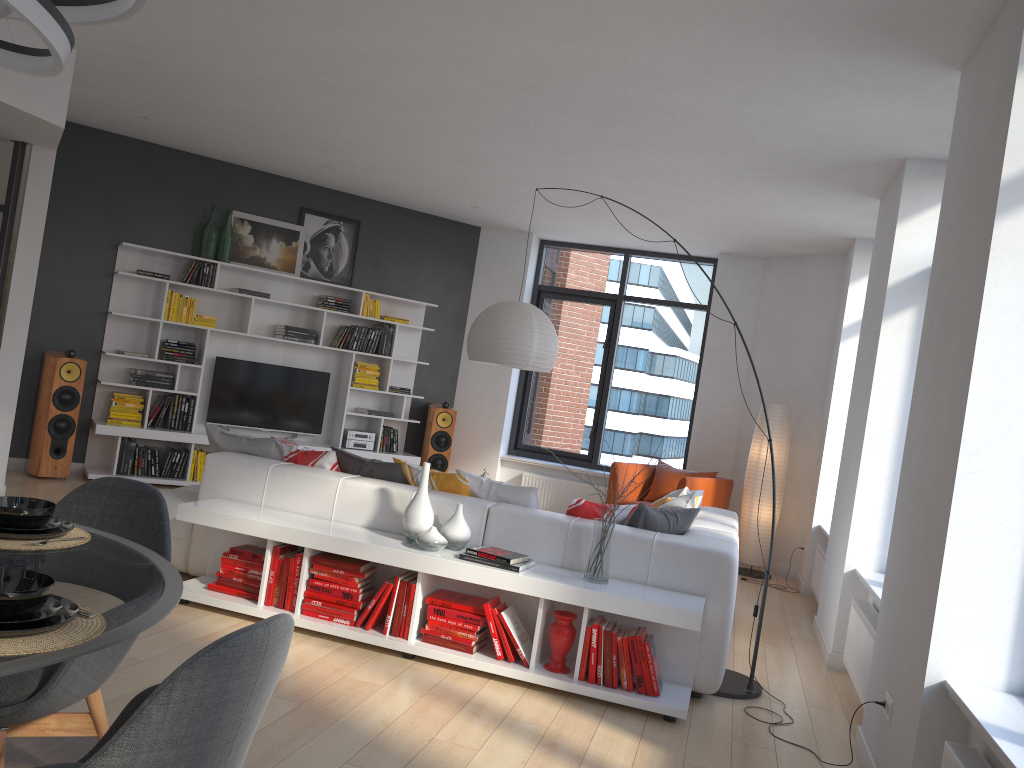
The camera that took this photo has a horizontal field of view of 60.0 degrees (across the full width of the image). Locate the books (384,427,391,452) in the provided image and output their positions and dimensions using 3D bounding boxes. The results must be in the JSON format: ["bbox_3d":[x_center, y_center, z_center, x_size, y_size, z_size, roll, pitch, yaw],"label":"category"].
[{"bbox_3d":[-1.280,0.562,9.008,0.050,0.242,0.169,9,0,-31],"label":"books"}]

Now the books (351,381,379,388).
[{"bbox_3d":[-1.492,0.000,8.888,0.257,0.024,0.203,9,0,-27],"label":"books"}]

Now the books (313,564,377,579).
[{"bbox_3d":[-0.824,0.912,4.386,0.266,0.026,0.187,9,0,9],"label":"books"}]

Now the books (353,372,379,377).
[{"bbox_3d":[-1.484,-0.099,8.903,0.239,0.019,0.171,9,0,-30],"label":"books"}]

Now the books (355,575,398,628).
[{"bbox_3d":[-0.648,1.057,4.323,0.144,0.247,0.188,9,0,15],"label":"books"}]

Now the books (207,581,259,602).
[{"bbox_3d":[-1.372,1.055,4.565,0.301,0.032,0.227,9,0,15],"label":"books"}]

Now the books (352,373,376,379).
[{"bbox_3d":[-1.488,-0.080,8.881,0.217,0.023,0.145,9,0,-26],"label":"books"}]

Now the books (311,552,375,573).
[{"bbox_3d":[-0.835,0.881,4.399,0.259,0.034,0.206,9,0,12],"label":"books"}]

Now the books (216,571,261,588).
[{"bbox_3d":[-1.356,0.994,4.563,0.266,0.026,0.187,9,0,20],"label":"books"}]

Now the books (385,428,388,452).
[{"bbox_3d":[-1.304,0.562,9.004,0.049,0.236,0.170,9,0,-30],"label":"books"}]

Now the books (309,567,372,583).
[{"bbox_3d":[-0.845,0.935,4.397,0.257,0.025,0.182,9,0,15],"label":"books"}]

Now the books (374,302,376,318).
[{"bbox_3d":[-1.378,-0.731,8.800,0.046,0.161,0.108,9,0,-32],"label":"books"}]

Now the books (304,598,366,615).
[{"bbox_3d":[-0.859,1.079,4.369,0.266,0.026,0.187,9,0,14],"label":"books"}]

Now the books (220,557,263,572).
[{"bbox_3d":[-1.334,0.918,4.568,0.269,0.028,0.179,9,0,16],"label":"books"}]

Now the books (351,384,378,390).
[{"bbox_3d":[-1.489,0.026,8.882,0.257,0.028,0.194,9,0,-25],"label":"books"}]

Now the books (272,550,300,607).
[{"bbox_3d":[-1.133,0.978,4.470,0.031,0.255,0.181,9,0,15],"label":"books"}]

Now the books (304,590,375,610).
[{"bbox_3d":[-0.842,1.054,4.403,0.301,0.032,0.227,9,0,15],"label":"books"}]

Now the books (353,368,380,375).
[{"bbox_3d":[-1.470,-0.123,8.906,0.239,0.033,0.176,9,0,-27],"label":"books"}]

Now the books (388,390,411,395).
[{"bbox_3d":[-1.157,0.081,9.031,0.213,0.023,0.161,9,0,-27],"label":"books"}]

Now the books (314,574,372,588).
[{"bbox_3d":[-0.833,0.960,4.385,0.236,0.023,0.178,9,0,15],"label":"books"}]

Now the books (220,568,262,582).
[{"bbox_3d":[-1.341,0.971,4.568,0.257,0.025,0.182,9,0,15],"label":"books"}]

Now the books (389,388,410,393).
[{"bbox_3d":[-1.156,0.062,9.032,0.198,0.015,0.142,9,0,-32],"label":"books"}]

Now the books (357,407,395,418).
[{"bbox_3d":[-1.380,0.288,8.971,0.310,0.047,0.250,9,0,-35],"label":"books"}]

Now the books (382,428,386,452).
[{"bbox_3d":[-1.327,0.558,8.997,0.053,0.240,0.189,9,0,-30],"label":"books"}]

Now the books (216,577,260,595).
[{"bbox_3d":[-1.350,1.025,4.569,0.259,0.034,0.206,9,0,18],"label":"books"}]

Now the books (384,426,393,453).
[{"bbox_3d":[-1.261,0.560,9.033,0.066,0.255,0.193,9,0,-31],"label":"books"}]

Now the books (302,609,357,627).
[{"bbox_3d":[-0.866,1.135,4.383,0.274,0.029,0.200,9,0,14],"label":"books"}]

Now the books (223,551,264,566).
[{"bbox_3d":[-1.331,0.893,4.572,0.254,0.025,0.178,9,0,14],"label":"books"}]

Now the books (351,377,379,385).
[{"bbox_3d":[-1.488,-0.033,8.892,0.243,0.042,0.189,9,0,-30],"label":"books"}]

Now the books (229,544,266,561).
[{"bbox_3d":[-1.322,0.867,4.561,0.206,0.029,0.152,9,0,21],"label":"books"}]

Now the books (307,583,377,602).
[{"bbox_3d":[-0.843,1.018,4.406,0.279,0.039,0.206,9,0,16],"label":"books"}]

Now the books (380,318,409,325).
[{"bbox_3d":[-1.197,-0.635,8.977,0.257,0.028,0.194,9,0,-25],"label":"books"}]

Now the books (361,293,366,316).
[{"bbox_3d":[-1.483,-0.782,8.749,0.041,0.229,0.161,9,0,-32],"label":"books"}]

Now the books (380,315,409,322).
[{"bbox_3d":[-1.200,-0.661,8.983,0.257,0.024,0.203,9,0,-27],"label":"books"}]

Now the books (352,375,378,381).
[{"bbox_3d":[-1.493,-0.062,8.903,0.251,0.014,0.189,9,0,-27],"label":"books"}]

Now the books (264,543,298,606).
[{"bbox_3d":[-1.164,0.956,4.476,0.036,0.294,0.208,9,0,15],"label":"books"}]

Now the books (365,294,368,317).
[{"bbox_3d":[-1.474,-0.779,8.777,0.041,0.224,0.163,9,0,-32],"label":"books"}]

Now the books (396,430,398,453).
[{"bbox_3d":[-1.220,0.576,9.085,0.077,0.233,0.179,9,0,-30],"label":"books"}]

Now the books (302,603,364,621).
[{"bbox_3d":[-0.863,1.106,4.365,0.282,0.030,0.188,9,0,16],"label":"books"}]

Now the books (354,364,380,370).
[{"bbox_3d":[-1.460,-0.173,8.906,0.223,0.023,0.163,9,0,-26],"label":"books"}]

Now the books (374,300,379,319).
[{"bbox_3d":[-1.363,-0.741,8.824,0.064,0.184,0.141,9,0,-30],"label":"books"}]

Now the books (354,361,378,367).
[{"bbox_3d":[-1.476,-0.199,8.921,0.223,0.023,0.163,9,0,-26],"label":"books"}]

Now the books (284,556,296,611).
[{"bbox_3d":[-1.066,0.987,4.443,0.042,0.259,0.195,9,0,15],"label":"books"}]

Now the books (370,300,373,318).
[{"bbox_3d":[-1.418,-0.747,8.796,0.054,0.180,0.132,9,0,-30],"label":"books"}]

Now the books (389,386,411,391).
[{"bbox_3d":[-1.159,0.042,9.047,0.213,0.023,0.161,9,0,-27],"label":"books"}]

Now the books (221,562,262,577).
[{"bbox_3d":[-1.337,0.946,4.585,0.261,0.028,0.191,9,0,14],"label":"books"}]

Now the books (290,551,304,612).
[{"bbox_3d":[-1.029,0.977,4.439,0.049,0.291,0.214,9,0,15],"label":"books"}]

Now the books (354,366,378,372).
[{"bbox_3d":[-1.472,-0.152,8.905,0.227,0.022,0.160,9,0,-15],"label":"books"}]

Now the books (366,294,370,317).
[{"bbox_3d":[-1.452,-0.775,8.800,0.054,0.224,0.164,9,0,-31],"label":"books"}]

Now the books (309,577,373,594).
[{"bbox_3d":[-0.844,0.984,4.391,0.261,0.027,0.191,9,0,10],"label":"books"}]

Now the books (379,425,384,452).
[{"bbox_3d":[-1.354,0.537,8.984,0.053,0.268,0.202,9,0,-31],"label":"books"}]

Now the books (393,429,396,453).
[{"bbox_3d":[-1.232,0.570,9.041,0.066,0.242,0.177,9,0,-31],"label":"books"}]

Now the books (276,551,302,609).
[{"bbox_3d":[-1.100,0.982,4.462,0.034,0.259,0.207,9,0,15],"label":"books"}]
